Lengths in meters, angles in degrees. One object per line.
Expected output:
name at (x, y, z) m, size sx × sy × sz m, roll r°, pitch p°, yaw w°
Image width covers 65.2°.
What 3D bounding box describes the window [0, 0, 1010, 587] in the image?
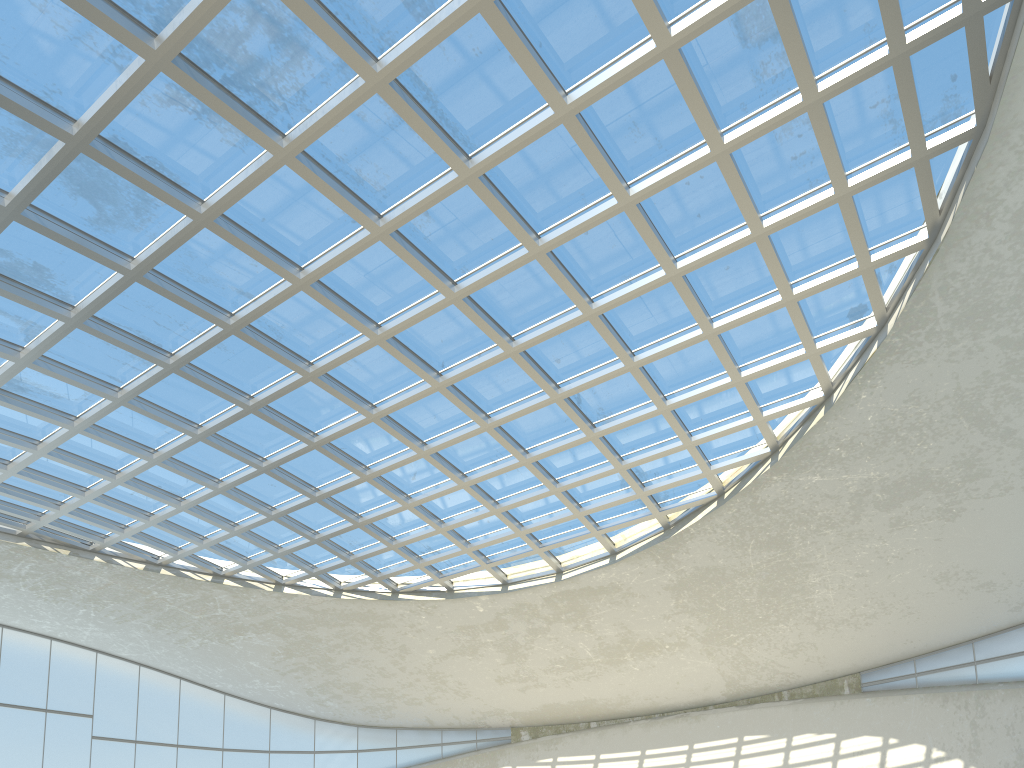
window at (-17.322, -0.406, 42.003) m, size 81.589 × 9.912 × 85.980 m, roll -21°, pitch -37°, yaw 28°
